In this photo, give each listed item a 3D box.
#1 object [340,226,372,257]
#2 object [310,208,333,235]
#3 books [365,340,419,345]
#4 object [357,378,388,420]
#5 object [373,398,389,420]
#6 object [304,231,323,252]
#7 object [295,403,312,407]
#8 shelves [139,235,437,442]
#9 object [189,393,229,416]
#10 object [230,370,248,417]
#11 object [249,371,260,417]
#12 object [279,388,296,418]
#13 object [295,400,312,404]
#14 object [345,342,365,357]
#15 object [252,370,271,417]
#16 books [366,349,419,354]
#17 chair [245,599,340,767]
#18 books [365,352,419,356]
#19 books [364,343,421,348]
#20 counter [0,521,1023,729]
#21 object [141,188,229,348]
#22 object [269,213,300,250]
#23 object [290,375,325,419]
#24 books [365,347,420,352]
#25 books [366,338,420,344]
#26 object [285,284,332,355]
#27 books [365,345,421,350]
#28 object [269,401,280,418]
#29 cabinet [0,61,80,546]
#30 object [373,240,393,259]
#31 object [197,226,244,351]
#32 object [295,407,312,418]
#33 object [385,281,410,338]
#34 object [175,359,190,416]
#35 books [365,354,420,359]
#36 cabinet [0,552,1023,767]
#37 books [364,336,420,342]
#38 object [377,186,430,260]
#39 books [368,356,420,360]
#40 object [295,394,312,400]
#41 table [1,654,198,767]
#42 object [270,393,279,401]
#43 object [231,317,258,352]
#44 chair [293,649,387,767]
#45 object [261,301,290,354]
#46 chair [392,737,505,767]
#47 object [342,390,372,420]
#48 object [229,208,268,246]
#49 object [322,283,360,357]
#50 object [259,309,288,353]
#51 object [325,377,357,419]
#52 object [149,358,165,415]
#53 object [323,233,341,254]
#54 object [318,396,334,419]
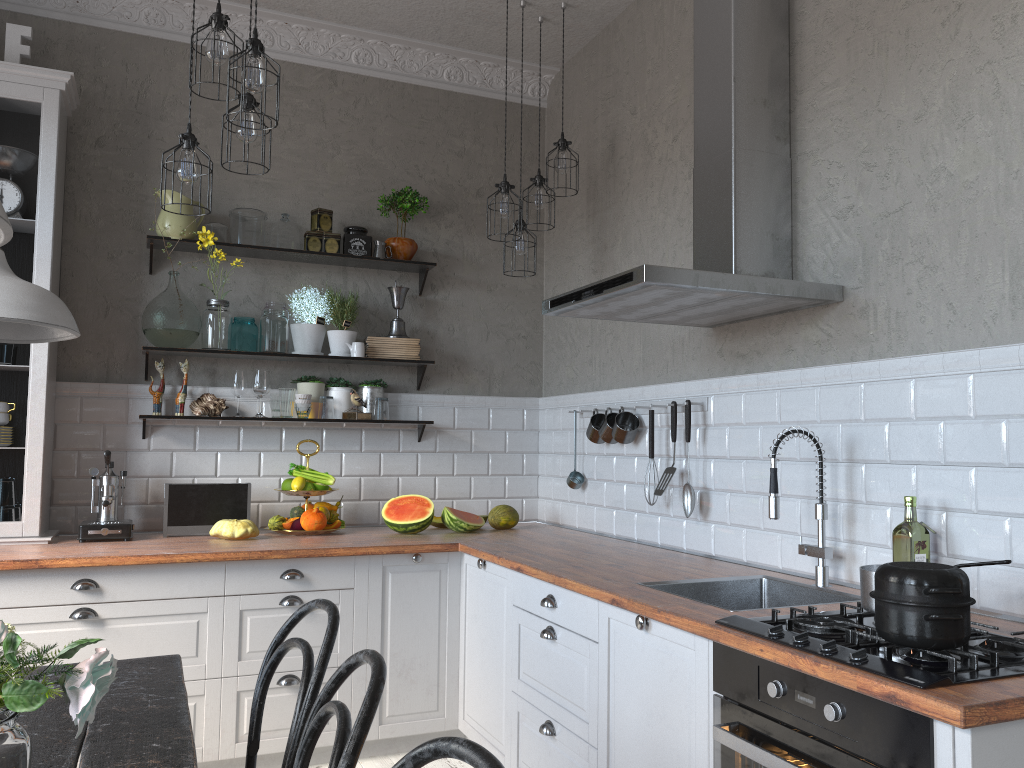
[{"bbox_3d":[-0.775,-0.688,4.381,0.144,0.174,0.140,2,-4,-23],"label":"object"},{"bbox_3d":[-0.916,-0.780,4.262,0.084,0.113,0.081,4,-5,-43],"label":"object"},{"bbox_3d":[-0.598,-0.196,4.413,0.263,0.016,0.156,1,-4,-11],"label":"books"},{"bbox_3d":[-0.692,0.078,4.402,0.161,0.213,0.150,3,-4,-25],"label":"object"},{"bbox_3d":[-0.633,0.121,4.302,0.079,0.108,0.076,3,-5,-30],"label":"object"},{"bbox_3d":[-0.954,-0.668,4.251,0.084,0.113,0.081,2,-4,-23],"label":"object"},{"bbox_3d":[-0.972,0.117,4.121,0.078,0.051,0.076,3,-5,-30],"label":"object"},{"bbox_3d":[-1.033,-0.160,4.211,1.337,0.923,0.225,2,-4,-24],"label":"shelves"},{"bbox_3d":[-1.379,0.095,4.011,0.094,0.111,0.180,-3,-6,44],"label":"object"},{"bbox_3d":[-1.267,0.048,4.107,0.083,0.217,0.080,4,-5,-37],"label":"object"},{"bbox_3d":[-1.185,0.051,4.139,0.083,0.217,0.080,4,-5,-37],"label":"object"},{"bbox_3d":[-1.051,0.091,4.135,0.077,0.139,0.080,-3,-5,40],"label":"object"},{"bbox_3d":[-0.971,0.100,4.122,0.077,0.051,0.077,1,-4,-4],"label":"object"},{"bbox_3d":[-0.740,-0.162,4.249,0.105,0.071,0.063,0,-4,6],"label":"object"},{"bbox_3d":[-1.149,0.046,4.058,0.083,0.217,0.080,4,-5,-37],"label":"object"},{"bbox_3d":[-0.598,-0.153,4.410,0.264,0.016,0.156,2,-4,-15],"label":"books"},{"bbox_3d":[-0.641,0.922,1.775,0.558,0.920,0.430,3,-4,-26],"label":"chair"},{"bbox_3d":[-0.599,-0.142,4.409,0.263,0.016,0.156,1,-4,-11],"label":"books"},{"bbox_3d":[-0.598,-0.185,4.412,0.264,0.011,0.156,2,-4,-18],"label":"books"},{"bbox_3d":[-0.669,0.595,2.603,3.212,0.039,3.336,2,-4,-23],"label":"counter"},{"bbox_3d":[-1.509,-0.494,3.946,0.331,0.674,0.341,-2,-5,35],"label":"object"},{"bbox_3d":[-1.103,-0.719,4.298,0.137,0.220,0.142,-1,-4,26],"label":"object"},{"bbox_3d":[-0.984,0.060,4.255,0.160,0.217,0.152,4,-5,-43],"label":"object"},{"bbox_3d":[-0.598,-0.163,4.411,0.264,0.011,0.156,2,-4,-18],"label":"books"},{"bbox_3d":[-0.598,-0.207,4.414,0.264,0.016,0.156,2,-4,-15],"label":"books"},{"bbox_3d":[-0.967,-0.304,4.282,0.246,0.354,0.233,1,-4,-5],"label":"object"},{"bbox_3d":[-0.598,-0.175,4.412,0.265,0.011,0.155,2,-4,-21],"label":"books"},{"bbox_3d":[-1.108,0.122,4.189,0.078,0.083,0.077,1,-4,-5],"label":"object"},{"bbox_3d":[-2.271,-0.311,3.524,0.893,1.921,0.381,2,-4,-24],"label":"cabinet"},{"bbox_3d":[-0.635,-0.651,4.335,0.095,0.096,0.073,2,-4,-23],"label":"object"},{"bbox_3d":[-1.332,-0.422,3.973,0.195,0.540,0.275,3,-5,-31],"label":"object"},{"bbox_3d":[-0.972,0.134,4.120,0.078,0.051,0.076,3,-5,-30],"label":"object"},{"bbox_3d":[-0.571,-0.364,4.432,0.133,0.287,0.128,4,-5,-38],"label":"object"},{"bbox_3d":[-1.483,0.017,3.997,0.053,0.264,0.062,0,-4,13],"label":"object"},{"bbox_3d":[-0.599,-0.131,4.409,0.264,0.011,0.156,2,-4,-18],"label":"books"},{"bbox_3d":[-0.309,1.030,2.894,4.133,0.854,2.017,-1,-4,22],"label":"cabinet"},{"bbox_3d":[-0.598,-0.217,4.415,0.264,0.011,0.156,2,-4,-18],"label":"books"},{"bbox_3d":[-0.539,-0.794,4.442,0.261,0.397,0.241,1,-4,1],"label":"object"},{"bbox_3d":[-0.599,-0.120,4.408,0.265,0.011,0.155,2,-4,-21],"label":"books"},{"bbox_3d":[-0.971,0.075,4.124,0.079,0.051,0.075,4,-5,-37],"label":"object"},{"bbox_3d":[-0.901,0.969,1.152,0.919,0.735,1.889,2,-4,-22],"label":"table"},{"bbox_3d":[-1.107,0.089,4.191,0.078,0.083,0.077,1,-4,-5],"label":"object"},{"bbox_3d":[-1.256,-0.224,4.148,0.128,0.172,0.124,2,-4,-20],"label":"object"},{"bbox_3d":[-0.478,0.892,1.328,0.555,0.920,0.433,2,-4,-16],"label":"chair"},{"bbox_3d":[-1.142,-0.259,4.267,0.133,0.264,0.130,2,-4,-18],"label":"object"},{"bbox_3d":[-0.275,0.860,0.844,0.558,0.920,0.430,3,-4,-26],"label":"chair"},{"bbox_3d":[-0.741,0.102,4.275,0.099,0.147,0.121,-2,-5,35],"label":"object"},{"bbox_3d":[-1.234,-0.714,4.137,0.170,0.184,0.174,0,-4,16],"label":"object"},{"bbox_3d":[-0.824,-0.314,4.290,0.166,0.380,0.187,-1,-5,28],"label":"object"},{"bbox_3d":[-1.108,-0.241,4.119,0.125,0.206,0.125,1,-4,0],"label":"object"},{"bbox_3d":[-0.843,0.070,4.327,0.173,0.214,0.148,0,-4,6],"label":"object"},{"bbox_3d":[-1.587,0.014,3.968,0.060,0.264,0.054,-2,-5,38],"label":"object"},{"bbox_3d":[-0.871,-0.665,4.284,0.083,0.113,0.082,2,-4,-13],"label":"object"},{"bbox_3d":[-0.885,0.113,4.219,0.079,0.108,0.076,3,-5,-30],"label":"object"}]
